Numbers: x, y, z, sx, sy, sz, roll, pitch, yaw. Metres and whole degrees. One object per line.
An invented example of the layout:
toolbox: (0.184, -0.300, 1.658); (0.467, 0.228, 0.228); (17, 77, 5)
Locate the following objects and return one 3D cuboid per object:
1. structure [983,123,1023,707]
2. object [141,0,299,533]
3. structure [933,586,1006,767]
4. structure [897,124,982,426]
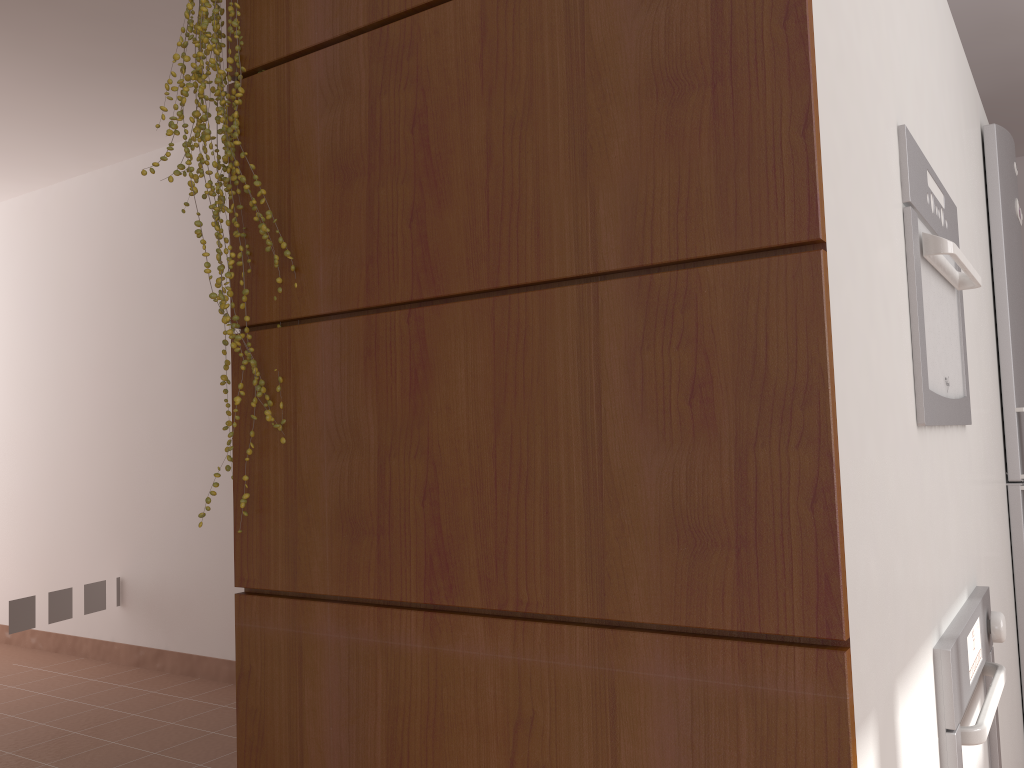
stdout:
structure: (1.609, 0.153, 2.787); (0.089, 1.862, 0.604); (-4, -4, 33)
object: (-0.417, -0.445, 1.425); (0.297, 1.344, 0.279); (-2, -4, -8)
structure: (0.809, 0.692, 1.518); (0.058, 0.592, 0.596); (-4, -5, 33)
structure: (0.782, -0.155, 1.568); (0.056, 0.454, 0.614); (-4, -4, 33)
